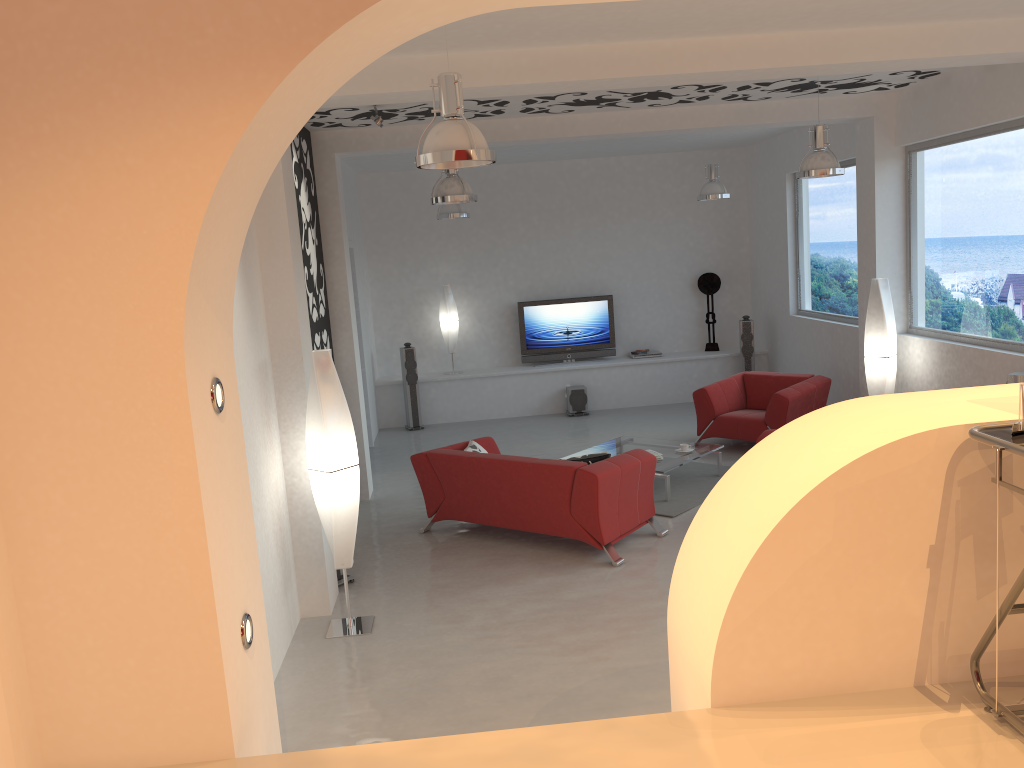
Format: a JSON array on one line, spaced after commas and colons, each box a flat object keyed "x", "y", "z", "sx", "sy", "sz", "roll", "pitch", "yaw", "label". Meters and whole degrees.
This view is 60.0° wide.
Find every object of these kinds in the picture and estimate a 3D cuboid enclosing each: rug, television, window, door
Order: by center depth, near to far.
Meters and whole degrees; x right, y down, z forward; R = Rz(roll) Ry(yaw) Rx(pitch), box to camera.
[{"x": 3.962, "y": -1.222, "z": 7.445, "sx": 0.100, "sy": 1.800, "sz": 2.400, "roll": -5, "pitch": 9, "yaw": -3, "label": "window"}, {"x": 1.260, "y": 0.939, "z": 8.554, "sx": 1.700, "sy": 0.025, "sz": 1.700, "roll": 3, "pitch": 11, "yaw": 41, "label": "rug"}, {"x": -1.901, "y": -0.359, "z": 10.207, "sx": 0.240, "sy": 2.550, "sz": 1.600, "roll": -5, "pitch": 9, "yaw": -3, "label": "door"}, {"x": 3.773, "y": -1.622, "z": 10.210, "sx": 0.100, "sy": 1.800, "sz": 2.400, "roll": -5, "pitch": 9, "yaw": -3, "label": "window"}, {"x": 0.787, "y": -0.759, "z": 12.654, "sx": 1.356, "sy": 0.919, "sz": 0.343, "roll": -5, "pitch": 9, "yaw": -3, "label": "television"}]

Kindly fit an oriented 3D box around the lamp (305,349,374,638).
[{"x": -1.094, "y": 0.673, "z": 5.522, "sx": 0.313, "sy": 1.779, "sz": 0.313, "roll": -4, "pitch": 9, "yaw": 5, "label": "lamp"}]

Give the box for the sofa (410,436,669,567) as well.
[{"x": 0.179, "y": 0.860, "z": 7.162, "sx": 1.929, "sy": 0.738, "sz": 0.951, "roll": 2, "pitch": 11, "yaw": 36, "label": "sofa"}]

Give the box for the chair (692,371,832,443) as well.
[{"x": 2.696, "y": 0.306, "z": 9.595, "sx": 0.951, "sy": 0.738, "sz": 1.288, "roll": -12, "pitch": 12, "yaw": -43, "label": "chair"}]

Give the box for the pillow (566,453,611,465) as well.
[{"x": 0.551, "y": 0.700, "z": 6.845, "sx": 0.402, "sy": 0.343, "sz": 0.288, "roll": -6, "pitch": 9, "yaw": -11, "label": "pillow"}]

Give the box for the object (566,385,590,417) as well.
[{"x": 0.895, "y": 0.233, "z": 12.220, "sx": 0.336, "sy": 0.374, "sz": 0.337, "roll": -5, "pitch": 9, "yaw": -3, "label": "object"}]

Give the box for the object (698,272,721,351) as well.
[{"x": 2.856, "y": -1.037, "z": 12.756, "sx": 0.331, "sy": 1.130, "sz": 0.108, "roll": -1, "pitch": 9, "yaw": 21, "label": "object"}]

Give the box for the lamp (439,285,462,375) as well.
[{"x": -0.872, "y": -0.767, "z": 12.455, "sx": 0.263, "sy": 1.239, "sz": 0.263, "roll": -6, "pitch": 9, "yaw": -11, "label": "lamp"}]

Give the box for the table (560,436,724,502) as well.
[{"x": 1.258, "y": 0.794, "z": 8.542, "sx": 1.162, "sy": 0.286, "sz": 1.097, "roll": 3, "pitch": 11, "yaw": 41, "label": "table"}]

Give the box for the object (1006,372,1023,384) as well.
[{"x": 3.832, "y": 0.475, "z": 6.631, "sx": 0.214, "sy": 1.112, "sz": 0.229, "roll": -11, "pitch": 11, "yaw": -38, "label": "object"}]

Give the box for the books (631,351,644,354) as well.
[{"x": 1.825, "y": -0.459, "z": 12.743, "sx": 0.190, "sy": 0.015, "sz": 0.135, "roll": -8, "pitch": 9, "yaw": -23, "label": "books"}]

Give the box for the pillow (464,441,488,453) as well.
[{"x": -0.249, "y": 0.671, "z": 7.440, "sx": 0.288, "sy": 0.343, "sz": 0.402, "roll": -4, "pitch": 9, "yaw": 4, "label": "pillow"}]

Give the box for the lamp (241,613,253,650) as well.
[{"x": -0.773, "y": 0.722, "z": 2.592, "sx": 0.011, "sy": 0.105, "sz": 0.105, "roll": -5, "pitch": 9, "yaw": -3, "label": "lamp"}]

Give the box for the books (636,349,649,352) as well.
[{"x": 1.875, "y": -0.478, "z": 12.738, "sx": 0.190, "sy": 0.015, "sz": 0.135, "roll": -3, "pitch": 9, "yaw": 7, "label": "books"}]

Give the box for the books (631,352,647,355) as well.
[{"x": 1.827, "y": -0.444, "z": 12.742, "sx": 0.190, "sy": 0.015, "sz": 0.135, "roll": -11, "pitch": 11, "yaw": -38, "label": "books"}]

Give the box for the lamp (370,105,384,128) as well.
[{"x": -1.068, "y": -2.107, "z": 6.991, "sx": 0.112, "sy": 0.176, "sz": 0.118, "roll": 3, "pitch": 11, "yaw": 39, "label": "lamp"}]

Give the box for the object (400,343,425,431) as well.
[{"x": -1.370, "y": 0.024, "z": 12.007, "sx": 0.255, "sy": 1.184, "sz": 0.273, "roll": -7, "pitch": 9, "yaw": -18, "label": "object"}]

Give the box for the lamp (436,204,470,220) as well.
[{"x": -0.694, "y": -2.277, "z": 10.019, "sx": 0.379, "sy": 0.800, "sz": 0.379, "roll": -5, "pitch": 9, "yaw": -7, "label": "lamp"}]

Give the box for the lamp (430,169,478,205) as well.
[{"x": -0.492, "y": -1.848, "z": 7.057, "sx": 0.379, "sy": 0.800, "sz": 0.379, "roll": -6, "pitch": 9, "yaw": -10, "label": "lamp"}]

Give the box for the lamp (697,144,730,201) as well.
[{"x": 2.299, "y": -2.527, "z": 10.188, "sx": 0.379, "sy": 0.800, "sz": 0.379, "roll": 2, "pitch": 11, "yaw": 36, "label": "lamp"}]

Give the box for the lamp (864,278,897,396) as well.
[{"x": 3.509, "y": -0.109, "z": 8.433, "sx": 0.313, "sy": 1.779, "sz": 0.313, "roll": -6, "pitch": 9, "yaw": -11, "label": "lamp"}]

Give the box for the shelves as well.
[{"x": 0.836, "y": -0.265, "z": 12.611, "sx": 5.500, "sy": 0.050, "sz": 0.650, "roll": -5, "pitch": 9, "yaw": -3, "label": "shelves"}]

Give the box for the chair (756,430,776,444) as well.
[{"x": 2.724, "y": 0.639, "z": 7.357, "sx": 1.288, "sy": 0.738, "sz": 0.951, "roll": -12, "pitch": 12, "yaw": -43, "label": "chair"}]

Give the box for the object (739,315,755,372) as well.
[{"x": 3.255, "y": -0.361, "z": 12.263, "sx": 0.255, "sy": 1.184, "sz": 0.273, "roll": -3, "pitch": 9, "yaw": 12, "label": "object"}]

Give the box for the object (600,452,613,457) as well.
[{"x": 0.862, "y": 0.677, "z": 8.320, "sx": 0.153, "sy": 0.069, "sz": 0.153, "roll": -1, "pitch": 9, "yaw": 23, "label": "object"}]

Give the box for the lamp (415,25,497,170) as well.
[{"x": -0.289, "y": -1.420, "z": 4.094, "sx": 0.379, "sy": 0.800, "sz": 0.379, "roll": -10, "pitch": 10, "yaw": -32, "label": "lamp"}]

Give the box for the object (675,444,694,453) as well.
[{"x": 1.631, "y": 0.608, "z": 8.400, "sx": 0.153, "sy": 0.069, "sz": 0.153, "roll": -11, "pitch": 11, "yaw": -36, "label": "object"}]

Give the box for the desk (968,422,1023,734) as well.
[{"x": 1.793, "y": 0.460, "z": 2.193, "sx": 1.158, "sy": 0.723, "sz": 0.523, "roll": -5, "pitch": 9, "yaw": -3, "label": "desk"}]

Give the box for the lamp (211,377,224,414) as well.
[{"x": -0.825, "y": 0.032, "z": 2.489, "sx": 0.011, "sy": 0.105, "sz": 0.105, "roll": -5, "pitch": 9, "yaw": -3, "label": "lamp"}]

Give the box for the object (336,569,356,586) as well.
[{"x": -1.317, "y": 0.907, "z": 6.333, "sx": 0.214, "sy": 1.112, "sz": 0.229, "roll": 3, "pitch": 11, "yaw": 41, "label": "object"}]

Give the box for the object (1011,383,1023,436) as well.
[{"x": 1.318, "y": 0.065, "z": 2.179, "sx": 0.133, "sy": 0.147, "sz": 0.151, "roll": -7, "pitch": 9, "yaw": -20, "label": "object"}]

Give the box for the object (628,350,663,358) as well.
[{"x": 1.921, "y": -0.427, "z": 12.778, "sx": 0.430, "sy": 0.045, "sz": 0.352, "roll": -5, "pitch": 9, "yaw": -3, "label": "object"}]

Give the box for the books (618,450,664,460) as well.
[{"x": 1.200, "y": 0.676, "z": 8.274, "sx": 0.367, "sy": 0.035, "sz": 0.345, "roll": -6, "pitch": 9, "yaw": -13, "label": "books"}]

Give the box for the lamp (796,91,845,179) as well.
[{"x": 2.502, "y": -2.099, "z": 7.225, "sx": 0.379, "sy": 0.800, "sz": 0.379, "roll": 0, "pitch": 9, "yaw": 25, "label": "lamp"}]
